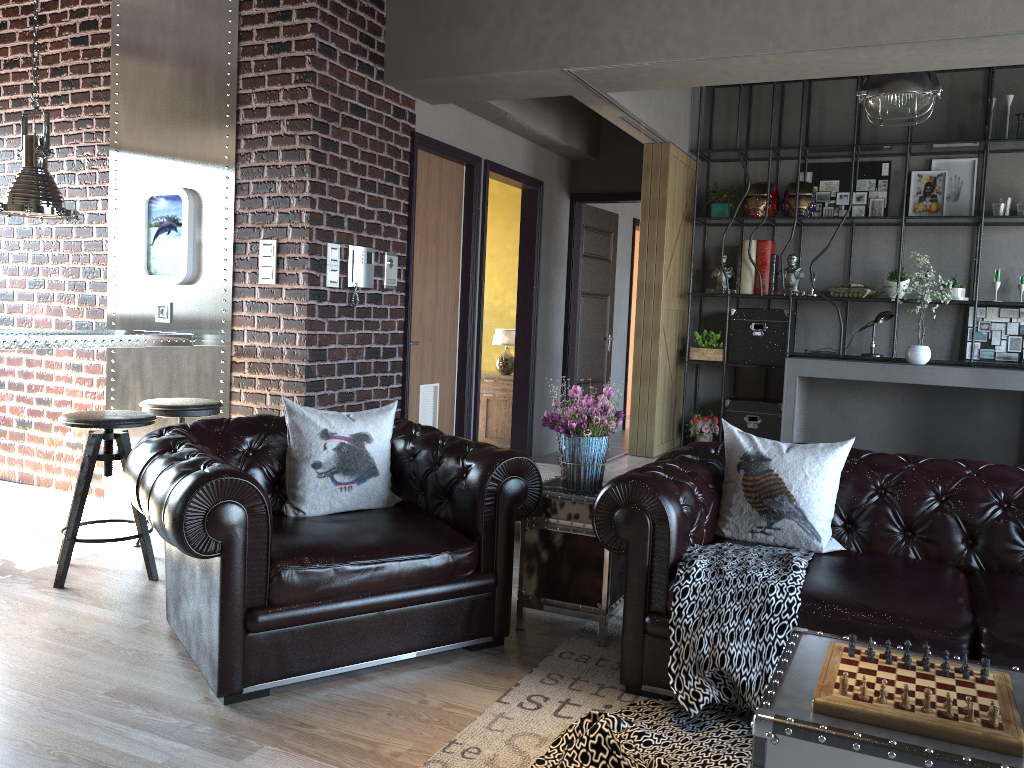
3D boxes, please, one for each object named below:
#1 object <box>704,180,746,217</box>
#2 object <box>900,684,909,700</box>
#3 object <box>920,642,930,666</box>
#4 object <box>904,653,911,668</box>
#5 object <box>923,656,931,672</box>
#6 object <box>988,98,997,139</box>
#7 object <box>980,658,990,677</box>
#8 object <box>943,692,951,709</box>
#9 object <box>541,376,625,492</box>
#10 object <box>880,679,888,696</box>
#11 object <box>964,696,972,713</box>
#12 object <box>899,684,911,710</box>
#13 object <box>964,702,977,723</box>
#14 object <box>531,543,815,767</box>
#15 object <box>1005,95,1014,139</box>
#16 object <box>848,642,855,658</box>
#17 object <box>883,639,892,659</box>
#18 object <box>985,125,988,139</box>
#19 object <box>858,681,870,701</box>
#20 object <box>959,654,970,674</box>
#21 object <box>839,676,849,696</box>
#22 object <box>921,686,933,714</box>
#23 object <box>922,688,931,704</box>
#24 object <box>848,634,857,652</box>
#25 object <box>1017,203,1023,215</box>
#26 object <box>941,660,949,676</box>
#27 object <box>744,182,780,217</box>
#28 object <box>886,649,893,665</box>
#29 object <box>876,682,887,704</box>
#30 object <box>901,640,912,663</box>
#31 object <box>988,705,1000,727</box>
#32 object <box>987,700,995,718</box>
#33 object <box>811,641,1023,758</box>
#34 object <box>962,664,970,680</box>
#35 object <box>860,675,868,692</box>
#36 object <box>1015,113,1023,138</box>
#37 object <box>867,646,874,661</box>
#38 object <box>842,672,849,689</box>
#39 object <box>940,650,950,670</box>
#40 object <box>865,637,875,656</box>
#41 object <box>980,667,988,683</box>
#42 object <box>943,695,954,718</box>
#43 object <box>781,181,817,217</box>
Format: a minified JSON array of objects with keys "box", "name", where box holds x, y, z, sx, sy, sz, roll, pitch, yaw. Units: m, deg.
[{"box":[1.828,-1.599,7.759,0.324,0.339,0.295,1,4,-19],"name":"object"},{"box":[0.903,0.707,2.038,0.017,0.037,0.017,4,4,18],"name":"object"},{"box":[1.054,0.685,2.258,0.025,0.058,0.025,4,4,18],"name":"object"},{"box":[0.998,0.695,2.234,0.017,0.037,0.017,5,4,31],"name":"object"},{"box":[1.038,0.698,2.217,0.017,0.037,0.017,5,4,31],"name":"object"},{"box":[3.795,-2.062,7.028,0.128,0.390,0.128,2,4,-7],"name":"object"},{"box":[1.175,0.704,2.203,0.019,0.040,0.019,2,4,-1],"name":"object"},{"box":[0.983,0.713,2.000,0.017,0.037,0.017,4,4,18],"name":"object"},{"box":[0.309,0.209,3.818,0.352,0.483,0.349,0,5,-34],"name":"object"},{"box":[0.864,0.704,2.058,0.017,0.037,0.017,4,4,18],"name":"object"},{"box":[1.021,0.716,1.984,0.017,0.037,0.017,4,4,18],"name":"object"},{"box":[0.887,0.700,1.994,0.025,0.055,0.025,1,4,-20],"name":"object"},{"box":[1.005,0.716,1.941,0.026,0.044,0.026,1,4,-20],"name":"object"},{"box":[0.559,0.892,2.819,1.699,0.569,0.562,-2,6,-45],"name":"object"},{"box":[3.867,-2.050,6.917,0.128,0.390,0.128,1,4,-16],"name":"object"},{"box":[0.878,0.685,2.290,0.017,0.037,0.017,3,4,5],"name":"object"},{"box":[0.973,0.684,2.294,0.022,0.047,0.022,1,4,-20],"name":"object"},{"box":[3.656,-1.920,6.820,0.135,0.129,0.135,2,4,-2],"name":"object"},{"box":[0.807,0.700,2.033,0.026,0.044,0.026,1,4,-20],"name":"object"},{"box":[1.134,0.699,2.219,0.026,0.044,0.026,1,4,-20],"name":"object"},{"box":[0.767,0.698,2.053,0.019,0.040,0.019,5,4,29],"name":"object"},{"box":[0.927,0.702,1.977,0.025,0.058,0.025,1,4,-20],"name":"object"},{"box":[0.944,0.710,2.018,0.017,0.037,0.017,4,4,18],"name":"object"},{"box":[0.894,0.681,2.332,0.019,0.040,0.019,2,4,-1],"name":"object"},{"box":[3.852,-1.310,6.682,0.092,0.099,0.093,1,4,-18],"name":"object"},{"box":[1.074,0.701,2.197,0.017,0.037,0.017,5,4,31],"name":"object"},{"box":[2.133,-1.571,7.602,0.280,0.327,0.399,5,5,30],"name":"object"},{"box":[0.959,0.692,2.252,0.017,0.037,0.017,5,4,31],"name":"object"},{"box":[0.843,0.701,2.017,0.022,0.047,0.022,0,5,-33],"name":"object"},{"box":[1.015,0.683,2.275,0.025,0.055,0.025,1,4,-20],"name":"object"},{"box":[1.045,0.720,1.923,0.019,0.040,0.019,5,4,29],"name":"object"},{"box":[1.063,0.720,1.965,0.017,0.037,0.017,4,4,18],"name":"object"},{"box":[0.968,0.739,2.129,0.429,0.036,0.429,5,5,25],"name":"object"},{"box":[1.116,0.705,2.177,0.017,0.037,0.017,5,4,31],"name":"object"},{"box":[0.824,0.700,2.077,0.017,0.037,0.017,4,4,18],"name":"object"},{"box":[3.888,-1.960,6.792,0.084,0.232,0.084,0,5,-38],"name":"object"},{"box":[0.919,0.689,2.270,0.017,0.037,0.017,5,4,31],"name":"object"},{"box":[0.787,0.698,2.093,0.017,0.037,0.017,4,4,18],"name":"object"},{"box":[1.095,0.694,2.238,0.022,0.047,0.022,1,4,-20],"name":"object"},{"box":[0.934,0.683,2.310,0.026,0.044,0.026,1,4,-20],"name":"object"},{"box":[1.152,0.707,2.163,0.017,0.037,0.017,6,5,44],"name":"object"},{"box":[0.966,0.711,1.959,0.022,0.047,0.022,0,5,-33],"name":"object"},{"box":[2.421,-1.548,7.468,0.280,0.327,0.399,4,4,15],"name":"object"}]
